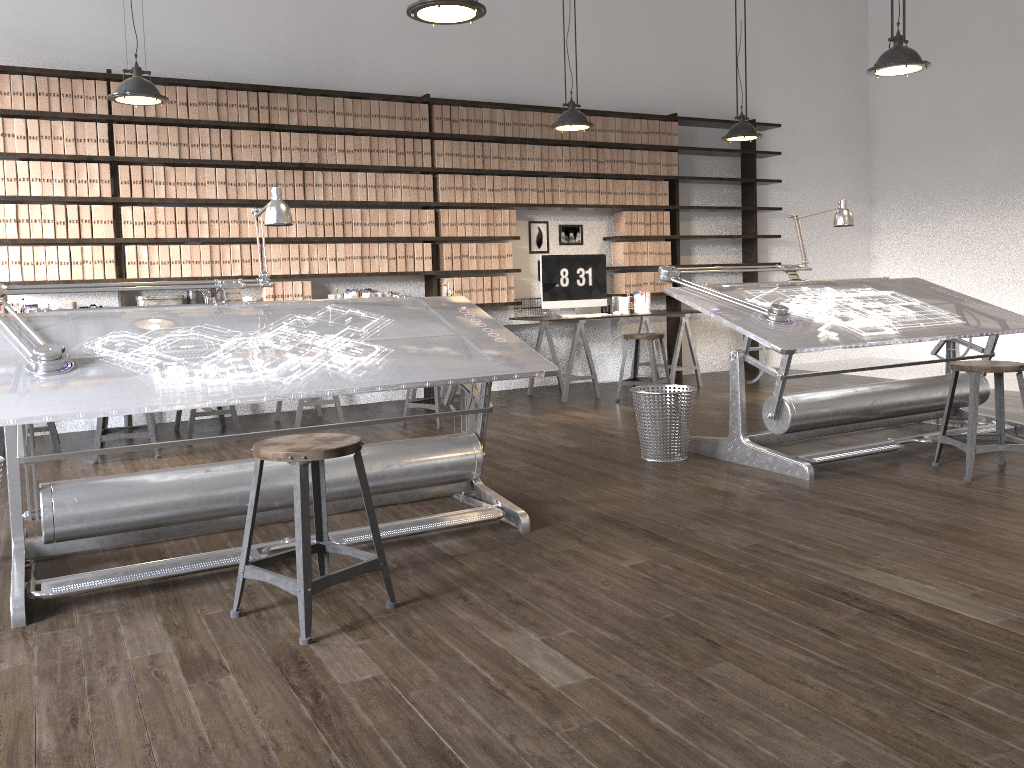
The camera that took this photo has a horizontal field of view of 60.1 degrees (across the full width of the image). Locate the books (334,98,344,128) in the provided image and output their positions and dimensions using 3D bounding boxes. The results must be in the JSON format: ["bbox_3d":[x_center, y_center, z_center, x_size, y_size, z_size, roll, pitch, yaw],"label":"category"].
[{"bbox_3d":[-1.339,-2.049,6.741,0.067,0.225,0.175,-4,5,-28],"label":"books"}]

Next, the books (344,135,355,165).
[{"bbox_3d":[-1.270,-1.779,6.795,0.067,0.225,0.175,-4,5,-28],"label":"books"}]

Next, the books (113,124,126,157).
[{"bbox_3d":[-2.684,-1.647,6.042,0.067,0.225,0.175,-4,5,-28],"label":"books"}]

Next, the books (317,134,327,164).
[{"bbox_3d":[-1.459,-1.762,6.698,0.067,0.225,0.175,-4,5,-28],"label":"books"}]

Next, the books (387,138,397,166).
[{"bbox_3d":[-0.972,-1.807,6.954,0.067,0.225,0.175,-4,5,-28],"label":"books"}]

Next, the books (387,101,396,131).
[{"bbox_3d":[-0.973,-2.084,6.943,0.067,0.225,0.175,-4,5,-28],"label":"books"}]

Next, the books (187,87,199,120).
[{"bbox_3d":[-2.262,-1.962,6.250,0.067,0.225,0.175,-4,5,-28],"label":"books"}]

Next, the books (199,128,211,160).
[{"bbox_3d":[-2.196,-1.692,6.297,0.067,0.225,0.175,-4,5,-28],"label":"books"}]

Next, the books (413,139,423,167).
[{"bbox_3d":[-0.780,-1.826,7.062,0.067,0.225,0.175,-4,5,-28],"label":"books"}]

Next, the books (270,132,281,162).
[{"bbox_3d":[-1.762,-1.733,6.531,0.067,0.225,0.175,-4,5,-28],"label":"books"}]

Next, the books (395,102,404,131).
[{"bbox_3d":[-0.913,-2.089,6.970,0.067,0.225,0.175,-4,5,-28],"label":"books"}]

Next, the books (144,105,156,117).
[{"bbox_3d":[-2.510,-1.939,6.117,0.067,0.225,0.175,-4,5,-28],"label":"books"}]

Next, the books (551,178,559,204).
[{"bbox_3d":[0.333,-1.663,7.671,0.067,0.225,0.175,-4,5,-28],"label":"books"}]

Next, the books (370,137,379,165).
[{"bbox_3d":[-1.098,-1.796,6.890,0.067,0.225,0.175,-4,5,-28],"label":"books"}]

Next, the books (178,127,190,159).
[{"bbox_3d":[-2.323,-1.680,6.234,0.067,0.225,0.175,-4,5,-28],"label":"books"}]

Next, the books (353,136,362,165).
[{"bbox_3d":[-1.216,-1.785,6.826,0.067,0.225,0.175,-4,5,-28],"label":"books"}]

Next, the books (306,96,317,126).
[{"bbox_3d":[-1.526,-2.032,6.647,0.067,0.225,0.175,-4,5,-28],"label":"books"}]

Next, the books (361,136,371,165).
[{"bbox_3d":[-1.155,-1.790,6.853,0.067,0.225,0.175,-4,5,-28],"label":"books"}]

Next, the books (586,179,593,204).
[{"bbox_3d":[0.644,-1.692,7.835,0.067,0.225,0.175,-4,5,-28],"label":"books"}]

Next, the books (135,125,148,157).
[{"bbox_3d":[-2.558,-1.658,6.103,0.067,0.225,0.175,-4,5,-28],"label":"books"}]

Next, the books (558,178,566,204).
[{"bbox_3d":[0.394,-1.668,7.696,0.067,0.225,0.175,-4,5,-28],"label":"books"}]

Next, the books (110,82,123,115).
[{"bbox_3d":[-2.693,-1.922,6.020,0.067,0.225,0.175,-4,5,-28],"label":"books"}]

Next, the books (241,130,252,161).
[{"bbox_3d":[-1.946,-1.716,6.434,0.067,0.225,0.175,-4,5,-28],"label":"books"}]

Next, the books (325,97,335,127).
[{"bbox_3d":[-1.402,-2.043,6.707,0.067,0.225,0.175,-4,5,-28],"label":"books"}]

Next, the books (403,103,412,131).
[{"bbox_3d":[-0.856,-2.095,7.007,0.067,0.225,0.175,-4,5,-28],"label":"books"}]

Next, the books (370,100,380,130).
[{"bbox_3d":[-1.091,-2.072,6.876,0.067,0.225,0.175,-4,5,-28],"label":"books"}]

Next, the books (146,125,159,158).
[{"bbox_3d":[-2.495,-1.664,6.139,0.067,0.225,0.175,-4,5,-28],"label":"books"}]

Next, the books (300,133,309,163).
[{"bbox_3d":[-1.578,-1.750,6.632,0.067,0.225,0.175,-4,5,-28],"label":"books"}]

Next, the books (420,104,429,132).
[{"bbox_3d":[-0.729,-2.106,7.070,0.067,0.225,0.175,-4,5,-28],"label":"books"}]

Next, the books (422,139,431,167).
[{"bbox_3d":[-0.712,-1.832,7.095,0.067,0.225,0.175,-4,5,-28],"label":"books"}]

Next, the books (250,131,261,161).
[{"bbox_3d":[-1.888,-1.721,6.460,0.067,0.225,0.175,-4,5,-28],"label":"books"}]

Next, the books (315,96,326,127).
[{"bbox_3d":[-1.460,-2.038,6.681,0.067,0.225,0.175,-4,5,-28],"label":"books"}]

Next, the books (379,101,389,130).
[{"bbox_3d":[-1.028,-2.078,6.911,0.067,0.225,0.175,-4,5,-28],"label":"books"}]

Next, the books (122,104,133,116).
[{"bbox_3d":[-2.636,-1.926,6.046,0.067,0.225,0.175,-4,5,-28],"label":"books"}]

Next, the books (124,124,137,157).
[{"bbox_3d":[-2.621,-1.652,6.073,0.067,0.225,0.175,-4,5,-28],"label":"books"}]

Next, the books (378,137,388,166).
[{"bbox_3d":[-1.036,-1.802,6.924,0.067,0.225,0.175,-4,5,-28],"label":"books"}]

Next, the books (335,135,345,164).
[{"bbox_3d":[-1.333,-1.773,6.759,0.067,0.225,0.175,-4,5,-28],"label":"books"}]

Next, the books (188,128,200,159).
[{"bbox_3d":[-2.260,-1.686,6.268,0.067,0.225,0.175,-4,5,-28],"label":"books"}]

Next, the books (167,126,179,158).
[{"bbox_3d":[-2.379,-1.674,6.197,0.067,0.225,0.175,-4,5,-28],"label":"books"}]

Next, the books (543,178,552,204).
[{"bbox_3d":[0.270,-1.656,7.631,0.067,0.225,0.175,-4,5,-28],"label":"books"}]

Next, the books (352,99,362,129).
[{"bbox_3d":[-1.217,-2.061,6.815,0.067,0.225,0.175,-4,5,-28],"label":"books"}]

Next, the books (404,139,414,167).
[{"bbox_3d":[-0.843,-1.819,7.022,0.067,0.225,0.175,-4,5,-28],"label":"books"}]

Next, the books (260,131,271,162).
[{"bbox_3d":[-1.824,-1.727,6.494,0.067,0.225,0.175,-4,5,-28],"label":"books"}]

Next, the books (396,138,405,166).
[{"bbox_3d":[-0.911,-1.814,6.991,0.067,0.225,0.175,-4,5,-28],"label":"books"}]

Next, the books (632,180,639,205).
[{"bbox_3d":[1.076,-1.732,8.065,0.067,0.225,0.175,-4,5,-28],"label":"books"}]

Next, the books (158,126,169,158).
[{"bbox_3d":[-2.440,-1.669,6.170,0.067,0.225,0.175,-4,5,-28],"label":"books"}]

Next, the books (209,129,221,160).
[{"bbox_3d":[-2.136,-1.698,6.335,0.067,0.225,0.175,-4,5,-28],"label":"books"}]

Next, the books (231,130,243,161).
[{"bbox_3d":[-2.005,-1.710,6.405,0.067,0.225,0.175,-4,5,-28],"label":"books"}]

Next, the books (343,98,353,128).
[{"bbox_3d":[-1.276,-2.055,6.778,0.067,0.225,0.175,-4,5,-28],"label":"books"}]

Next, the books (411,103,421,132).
[{"bbox_3d":[-0.794,-2.101,7.040,0.067,0.225,0.175,-4,5,-28],"label":"books"}]

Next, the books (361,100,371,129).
[{"bbox_3d":[-1.155,-2.067,6.846,0.067,0.225,0.175,-4,5,-28],"label":"books"}]

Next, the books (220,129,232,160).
[{"bbox_3d":[-2.067,-1.704,6.366,0.067,0.225,0.175,-4,5,-28],"label":"books"}]

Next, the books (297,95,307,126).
[{"bbox_3d":[-1.589,-2.026,6.616,0.067,0.225,0.175,-4,5,-28],"label":"books"}]

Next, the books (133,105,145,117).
[{"bbox_3d":[-2.572,-1.932,6.080,0.067,0.225,0.175,-4,5,-28],"label":"books"}]

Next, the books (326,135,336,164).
[{"bbox_3d":[-1.397,-1.768,6.729,0.067,0.225,0.175,-4,5,-28],"label":"books"}]
